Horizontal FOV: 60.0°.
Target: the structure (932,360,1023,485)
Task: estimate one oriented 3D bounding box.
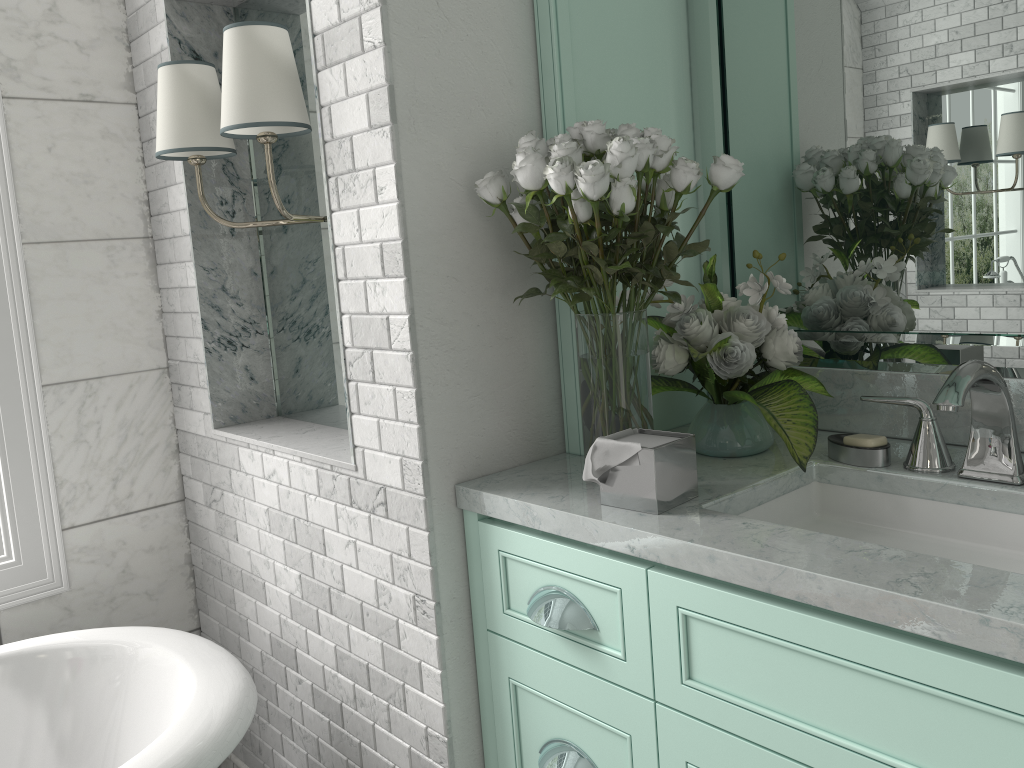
[{"bbox_3d":[0.735,0.063,1.380,0.103,0.204,0.235,1,9,38],"label":"structure"}]

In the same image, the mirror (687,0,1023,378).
[{"bbox_3d":[0.857,-0.962,1.425,0.015,1.924,1.438,-10,9,-40],"label":"mirror"}]

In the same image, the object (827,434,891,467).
[{"bbox_3d":[0.633,0.120,1.619,0.080,0.035,0.134,-8,9,-22],"label":"object"}]

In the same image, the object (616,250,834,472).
[{"bbox_3d":[0.424,-0.060,1.741,0.395,0.400,0.453,-11,10,-39],"label":"object"}]

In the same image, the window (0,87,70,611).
[{"bbox_3d":[-1.983,-0.457,1.667,1.838,2.313,0.118,-11,9,-41],"label":"window"}]

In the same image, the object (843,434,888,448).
[{"bbox_3d":[0.637,0.102,1.599,0.052,0.022,0.077,-7,9,-20],"label":"object"}]

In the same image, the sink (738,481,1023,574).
[{"bbox_3d":[0.633,0.257,1.311,0.348,0.078,0.603,-12,11,-40],"label":"sink"}]

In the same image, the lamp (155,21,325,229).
[{"bbox_3d":[-0.578,-0.551,1.992,0.309,0.381,0.548,-11,10,-40],"label":"lamp"}]

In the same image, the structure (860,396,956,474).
[{"bbox_3d":[0.687,0.084,1.548,0.157,0.121,0.083,1,9,33],"label":"structure"}]

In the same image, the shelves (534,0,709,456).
[{"bbox_3d":[1.131,-0.849,0.827,0.466,2.113,2.812,-10,10,-40],"label":"shelves"}]

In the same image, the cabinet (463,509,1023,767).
[{"bbox_3d":[1.157,0.799,0.927,0.866,1.092,2.801,-11,10,-40],"label":"cabinet"}]

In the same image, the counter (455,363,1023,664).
[{"bbox_3d":[1.123,0.169,0.871,0.827,0.180,2.811,-12,11,-40],"label":"counter"}]

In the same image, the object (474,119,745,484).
[{"bbox_3d":[0.177,-0.146,1.607,0.392,0.650,0.357,-8,8,-29],"label":"object"}]

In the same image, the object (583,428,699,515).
[{"bbox_3d":[0.206,0.139,1.460,0.136,0.112,0.147,3,11,44],"label":"object"}]

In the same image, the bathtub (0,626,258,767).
[{"bbox_3d":[-1.407,1.111,1.312,2.173,0.754,0.942,-12,11,-40],"label":"bathtub"}]
